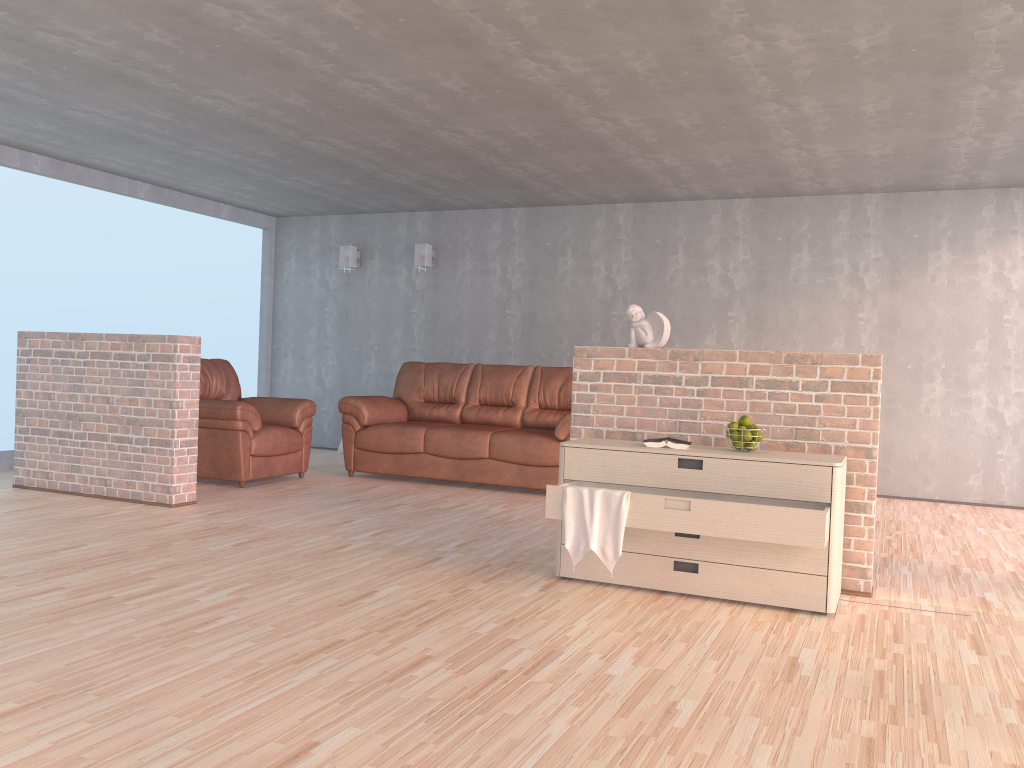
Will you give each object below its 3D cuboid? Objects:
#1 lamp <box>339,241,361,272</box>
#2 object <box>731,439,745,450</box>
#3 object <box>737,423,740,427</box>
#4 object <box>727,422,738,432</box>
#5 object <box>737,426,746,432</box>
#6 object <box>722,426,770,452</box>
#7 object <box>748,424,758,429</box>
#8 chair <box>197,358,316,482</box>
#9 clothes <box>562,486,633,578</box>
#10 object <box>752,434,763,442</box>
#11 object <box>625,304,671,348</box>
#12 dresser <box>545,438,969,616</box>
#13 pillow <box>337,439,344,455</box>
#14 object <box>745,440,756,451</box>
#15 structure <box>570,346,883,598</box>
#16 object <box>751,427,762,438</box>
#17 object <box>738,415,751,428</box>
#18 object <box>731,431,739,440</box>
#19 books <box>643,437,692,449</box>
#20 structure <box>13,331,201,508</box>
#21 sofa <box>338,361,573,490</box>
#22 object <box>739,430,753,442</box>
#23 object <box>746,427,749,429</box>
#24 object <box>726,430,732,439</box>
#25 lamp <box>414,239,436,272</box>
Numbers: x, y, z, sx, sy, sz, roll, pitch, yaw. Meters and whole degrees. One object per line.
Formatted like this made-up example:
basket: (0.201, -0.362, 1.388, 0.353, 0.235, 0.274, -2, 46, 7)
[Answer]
lamp: (-1.680, -1.307, 9.143, 0.165, 0.319, 0.168, 3, 1, 24)
object: (0.982, 0.257, 3.850, 0.059, 0.055, 0.060, 2, 1, -21)
object: (0.990, 0.197, 3.889, 0.054, 0.053, 0.049, 1, 1, -36)
object: (0.955, 0.185, 3.835, 0.046, 0.045, 0.046, 3, 1, 23)
object: (0.993, 0.198, 3.834, 0.039, 0.038, 0.039, 1, 1, -38)
object: (1.012, 0.241, 3.850, 0.202, 0.104, 0.202, 3, 1, 17)
object: (1.045, 0.194, 3.837, 0.043, 0.043, 0.039, 2, 1, 9)
chair: (-2.162, 0.247, 6.854, 0.936, 0.879, 0.970, 3, 1, 23)
clothes: (0.354, 0.613, 3.664, 0.325, 0.369, 0.097, 3, 1, 24)
object: (1.063, 0.228, 3.852, 0.053, 0.054, 0.053, 2, 1, -31)
object: (0.656, -0.282, 4.347, 0.216, 0.218, 0.131, 3, 1, 23)
dresser: (1.001, 0.602, 3.697, 1.686, 0.612, 0.605, 3, 1, 24)
pillow: (-1.572, 0.562, 8.933, 0.327, 0.326, 0.241, 3, 1, 27)
object: (1.030, 0.264, 3.824, 0.046, 0.048, 0.048, 2, 1, 12)
structure: (0.970, 0.369, 4.215, 1.422, 1.057, 0.211, 3, 1, 24)
object: (1.044, 0.207, 3.795, 0.046, 0.047, 0.047, 2, 1, -29)
object: (1.012, 0.163, 3.857, 0.054, 0.056, 0.054, 3, 1, 23)
object: (0.963, 0.222, 3.818, 0.038, 0.040, 0.039, 3, 1, 32)
books: (0.688, 0.259, 3.925, 0.209, 0.040, 0.146, 2, 1, 14)
structure: (-2.669, 0.200, 5.800, 1.422, 1.057, 0.211, 3, 1, 24)
sofa: (-0.242, 0.291, 7.226, 2.202, 0.923, 0.981, 3, 1, 24)
object: (1.001, 0.223, 3.801, 0.057, 0.057, 0.057, 2, 1, -33)
object: (1.044, 0.212, 3.894, 0.053, 0.048, 0.054, 3, 1, 30)
object: (0.956, 0.218, 3.861, 0.046, 0.044, 0.046, 3, 1, 19)
lamp: (-0.868, -1.270, 8.794, 0.165, 0.319, 0.177, 3, 1, 24)
